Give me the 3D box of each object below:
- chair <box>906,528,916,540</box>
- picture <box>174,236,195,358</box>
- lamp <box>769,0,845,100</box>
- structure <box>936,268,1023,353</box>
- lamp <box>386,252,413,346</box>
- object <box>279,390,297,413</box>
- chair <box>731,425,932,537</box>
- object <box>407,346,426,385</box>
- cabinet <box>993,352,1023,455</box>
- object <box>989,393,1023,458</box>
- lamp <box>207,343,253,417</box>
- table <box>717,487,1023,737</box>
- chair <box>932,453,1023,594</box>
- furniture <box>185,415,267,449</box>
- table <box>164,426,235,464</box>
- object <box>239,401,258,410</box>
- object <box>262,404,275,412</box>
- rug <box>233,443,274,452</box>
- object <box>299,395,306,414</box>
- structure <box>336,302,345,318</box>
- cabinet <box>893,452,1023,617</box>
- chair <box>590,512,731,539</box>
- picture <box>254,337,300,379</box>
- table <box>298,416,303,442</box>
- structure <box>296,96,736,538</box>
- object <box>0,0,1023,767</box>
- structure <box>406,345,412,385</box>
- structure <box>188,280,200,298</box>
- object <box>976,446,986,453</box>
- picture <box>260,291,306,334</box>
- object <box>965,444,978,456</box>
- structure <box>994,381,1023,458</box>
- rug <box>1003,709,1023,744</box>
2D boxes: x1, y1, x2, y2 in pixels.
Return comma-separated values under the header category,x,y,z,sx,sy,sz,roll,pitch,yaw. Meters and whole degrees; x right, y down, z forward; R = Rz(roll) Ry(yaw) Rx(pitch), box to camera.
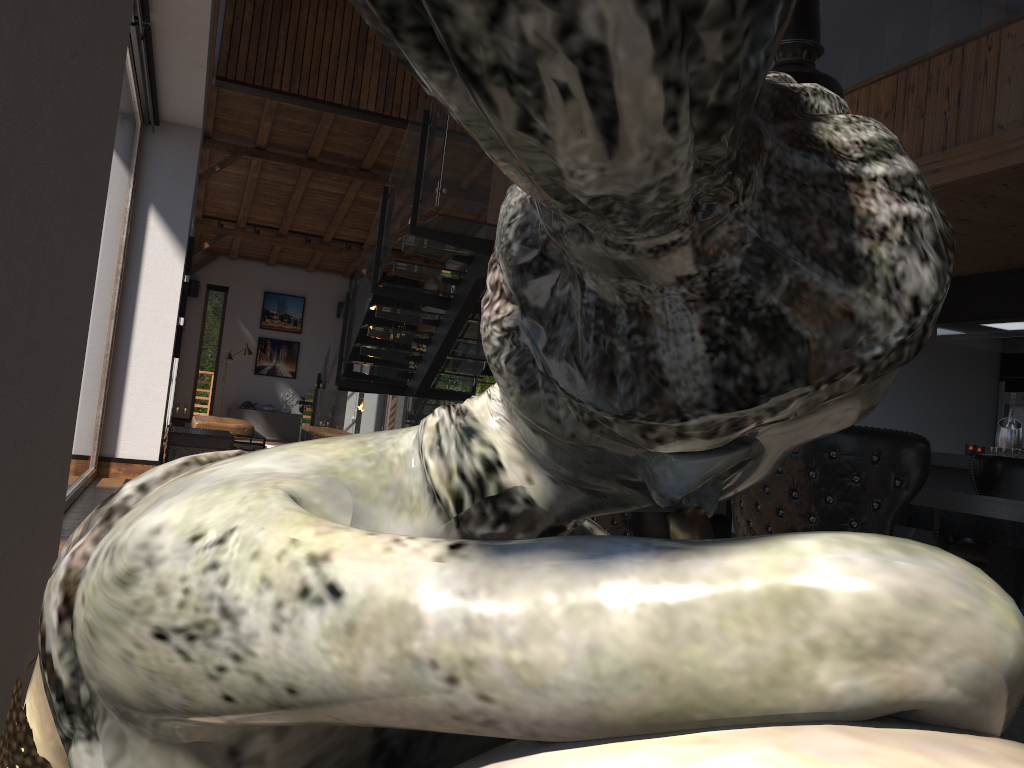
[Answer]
category,x,y,z,sx,sy,sz,roll,pitch,yaw
chair,2.928,1.155,6.086,0.473,0.840,0.534,7,-3,-21
picture,-3.668,-0.949,9.915,0.059,1.313,0.768,7,-3,-20
lamp,1.424,-3.064,3.968,0.616,4.688,0.626,5,-3,24
structure,4.028,-0.502,5.150,0.716,0.476,3.224,7,-2,-20
lamp,-2.171,-1.846,17.329,0.264,2.203,0.794,8,-3,-29
object,-4.814,0.368,18.977,0.422,0.533,0.262,4,-3,38
chair,0.748,0.646,2.048,0.572,1.093,0.500,7,-3,-22
object,-2.251,0.177,20.081,0.497,2.614,0.462,8,-3,-21
cabinet,5.915,0.695,5.545,0.547,2.382,6.378,7,-2,-20
object,3.401,0.292,6.053,0.228,0.453,0.223,7,-3,-21
lamp,-5.724,0.068,17.764,0.527,1.900,1.321,6,-3,1
table,1.085,0.820,3.335,1.440,0.950,3.766,7,-2,-20
chair,1.971,0.830,3.454,0.574,1.093,0.498,8,-3,-37
furniture,-4.813,0.797,14.738,1.184,0.437,2.737,7,-2,-20
table,-3.534,0.762,9.983,0.689,0.470,1.244,7,-2,-20
object,-5.565,0.446,18.757,0.402,0.183,0.228,5,-2,23
object,-5.204,0.503,18.919,0.283,0.161,0.257,7,-2,-18
rug,-3.558,1.140,15.015,3.836,0.053,2.412,7,-2,-20
object,-4.433,0.445,19.195,0.341,0.455,0.334,6,-3,5
structure,-3.769,-1.633,19.678,0.215,0.350,0.212,7,-3,-21
cabinet,3.904,1.091,4.892,0.895,1.104,4.762,7,-2,-20
chair,0.369,0.634,2.926,0.574,1.093,0.498,8,-3,-37
picture,-5.095,-0.560,19.235,0.886,0.817,0.035,7,-3,-21
table,-3.405,0.880,15.094,0.408,0.610,0.414,7,-3,-21
structure,-2.498,0.640,7.616,9.279,6.403,10.936,7,-2,-21
object,0.060,0.060,0.063,0.495,0.263,0.182,5,-3,37
structure,-2.240,0.171,20.075,0.505,2.619,0.507,7,-3,-21
structure,-6.660,-1.994,18.549,0.215,0.350,0.212,7,-3,-21
object,3.455,0.501,6.553,0.078,0.081,0.080,5,-3,34
picture,-4.985,-1.548,19.285,0.886,0.817,0.035,7,-3,-21
object,3.244,0.468,6.265,0.078,0.081,0.080,5,-3,34
structure,4.762,0.452,8.186,0.257,0.946,0.592,7,-3,-20
rug,0.979,1.276,3.635,2.570,0.047,5.586,7,-2,-21
